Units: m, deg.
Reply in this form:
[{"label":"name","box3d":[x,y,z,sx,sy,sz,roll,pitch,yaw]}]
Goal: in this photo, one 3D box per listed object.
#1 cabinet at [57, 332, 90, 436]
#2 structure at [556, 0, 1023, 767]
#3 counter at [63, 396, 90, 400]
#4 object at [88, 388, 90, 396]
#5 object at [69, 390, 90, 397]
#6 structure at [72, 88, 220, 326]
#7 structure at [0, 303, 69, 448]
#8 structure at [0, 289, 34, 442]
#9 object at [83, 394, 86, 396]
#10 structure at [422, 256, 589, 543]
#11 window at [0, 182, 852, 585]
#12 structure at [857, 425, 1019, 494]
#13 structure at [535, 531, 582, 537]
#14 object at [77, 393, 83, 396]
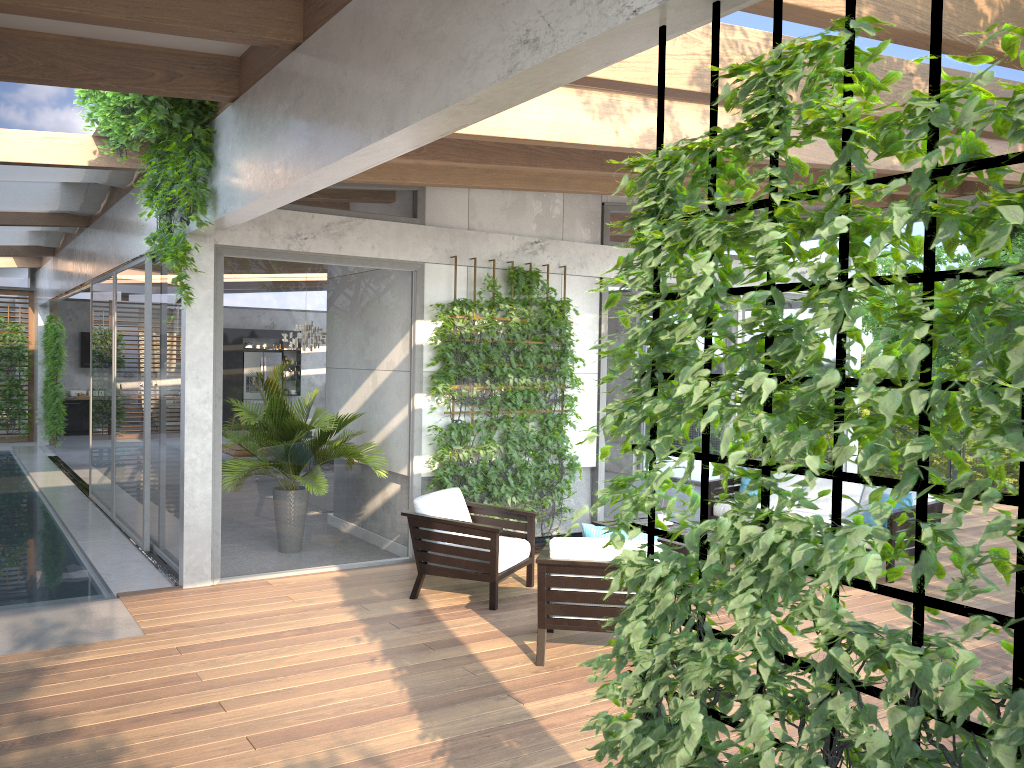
[{"label":"cabinet","box3d":[-7.872,-0.109,21.026,5.901,2.502,0.709,0,2,-34]},{"label":"structure","box3d":[0.716,0.375,1.928,0.500,2.687,1.807,0,2,-32]},{"label":"counter","box3d":[-8.747,0.320,20.454,3.805,0.061,0.607,0,2,-33]},{"label":"object","box3d":[-9.469,0.181,20.235,0.405,0.200,0.147,0,2,-31]},{"label":"object","box3d":[-9.674,0.220,19.877,0.381,0.134,0.590,0,2,-44]},{"label":"structure","box3d":[-2.662,-1.441,6.482,0.918,2.054,1.822,0,2,-35]},{"label":"structure","box3d":[-8.716,-0.084,13.175,2.739,2.687,10.282,1,1,-16]},{"label":"structure","box3d":[-11.628,-0.367,17.036,4.313,3.079,0.085,0,2,-33]},{"label":"object","box3d":[-9.548,0.246,19.776,0.083,0.057,0.072,2,2,33]},{"label":"structure","box3d":[-0.017,0.195,8.242,1.851,2.669,0.500,0,2,-32]},{"label":"window","box3d":[-4.258,-0.507,14.923,14.294,3.764,23.280,0,2,-33]},{"label":"structure","box3d":[3.593,1.320,9.808,15.587,3.022,31.708,1,1,8]},{"label":"structure","box3d":[-0.595,1.282,9.369,2.012,0.595,2.203,0,2,-33]},{"label":"object","box3d":[-9.604,0.233,19.714,0.086,0.087,0.090,2,2,35]}]
